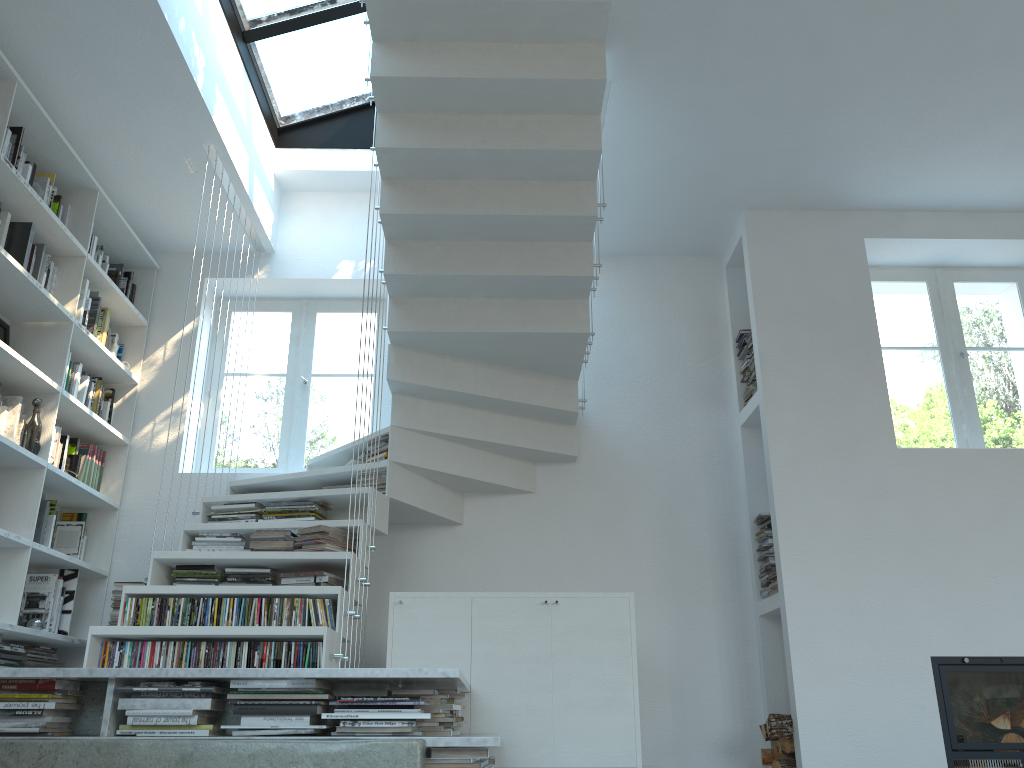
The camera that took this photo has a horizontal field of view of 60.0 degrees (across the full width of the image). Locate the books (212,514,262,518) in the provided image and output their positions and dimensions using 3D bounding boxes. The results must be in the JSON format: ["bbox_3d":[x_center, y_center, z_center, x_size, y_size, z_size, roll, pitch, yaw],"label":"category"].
[{"bbox_3d":[-1.318,0.662,4.330,0.232,0.011,0.172,-4,-21,9],"label":"books"}]

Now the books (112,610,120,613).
[{"bbox_3d":[-1.933,1.173,4.520,0.144,0.015,0.207,1,-21,-4],"label":"books"}]

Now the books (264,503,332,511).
[{"bbox_3d":[-1.030,0.597,4.284,0.298,0.007,0.134,-3,-21,8],"label":"books"}]

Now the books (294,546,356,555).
[{"bbox_3d":[-0.828,0.754,3.957,0.180,0.011,0.222,-12,-24,28],"label":"books"}]

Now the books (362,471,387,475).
[{"bbox_3d":[-0.632,0.484,4.510,0.163,0.008,0.267,-7,-22,18],"label":"books"}]

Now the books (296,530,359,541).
[{"bbox_3d":[-0.818,0.686,3.976,0.161,0.005,0.255,-12,-24,29],"label":"books"}]

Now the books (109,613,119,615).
[{"bbox_3d":[-1.947,1.184,4.516,0.118,0.008,0.235,1,-21,-3],"label":"books"}]

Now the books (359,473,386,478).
[{"bbox_3d":[-0.652,0.498,4.515,0.132,0.016,0.263,-8,-23,20],"label":"books"}]

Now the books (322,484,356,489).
[{"bbox_3d":[-0.854,0.558,4.609,0.199,0.016,0.183,-7,-22,19],"label":"books"}]

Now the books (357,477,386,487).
[{"bbox_3d":[-0.631,0.523,4.490,0.200,0.023,0.263,-10,-23,24],"label":"books"}]

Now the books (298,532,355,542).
[{"bbox_3d":[-0.831,0.699,3.980,0.179,0.016,0.184,-11,-23,26],"label":"books"}]

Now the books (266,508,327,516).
[{"bbox_3d":[-1.032,0.622,4.265,0.257,0.011,0.145,-2,-21,6],"label":"books"}]

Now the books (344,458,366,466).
[{"bbox_3d":[-0.781,0.449,4.719,0.226,0.012,0.285,11,-24,-26],"label":"books"}]

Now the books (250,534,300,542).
[{"bbox_3d":[-1.069,0.713,4.044,0.156,0.012,0.219,-6,-22,14],"label":"books"}]

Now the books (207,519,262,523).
[{"bbox_3d":[-1.316,0.684,4.331,0.292,0.005,0.153,-4,-21,10],"label":"books"}]

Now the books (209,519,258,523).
[{"bbox_3d":[-1.318,0.692,4.320,0.264,0.018,0.166,-7,-22,17],"label":"books"}]

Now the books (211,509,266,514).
[{"bbox_3d":[-1.312,0.645,4.360,0.298,0.017,0.136,-6,-22,14],"label":"books"}]

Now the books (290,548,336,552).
[{"bbox_3d":[-0.839,0.765,3.961,0.189,0.007,0.255,-10,-23,25],"label":"books"}]

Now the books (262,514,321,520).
[{"bbox_3d":[-1.035,0.654,4.229,0.244,0.014,0.191,-4,-22,11],"label":"books"}]

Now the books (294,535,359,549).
[{"bbox_3d":[-0.816,0.713,3.965,0.146,0.007,0.296,-11,-24,27],"label":"books"}]

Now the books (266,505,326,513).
[{"bbox_3d":[-1.033,0.609,4.259,0.240,0.009,0.174,-3,-21,8],"label":"books"}]

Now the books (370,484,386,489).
[{"bbox_3d":[-0.634,0.551,4.486,0.173,0.018,0.239,-10,-23,24],"label":"books"}]

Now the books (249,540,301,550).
[{"bbox_3d":[-1.057,0.746,4.031,0.222,0.035,0.179,-1,-21,3],"label":"books"}]

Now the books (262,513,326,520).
[{"bbox_3d":[-1.034,0.646,4.241,0.261,0.009,0.187,-3,-21,8],"label":"books"}]

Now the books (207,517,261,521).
[{"bbox_3d":[-1.318,0.676,4.326,0.262,0.006,0.185,-5,-22,13],"label":"books"}]

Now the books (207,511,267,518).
[{"bbox_3d":[-1.317,0.654,4.335,0.290,0.008,0.162,-7,-22,17],"label":"books"}]

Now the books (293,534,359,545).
[{"bbox_3d":[-0.816,0.706,3.967,0.146,0.007,0.296,-13,-25,31],"label":"books"}]

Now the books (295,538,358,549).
[{"bbox_3d":[-0.830,0.725,3.969,0.171,0.011,0.232,-14,-25,33],"label":"books"}]

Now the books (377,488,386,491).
[{"bbox_3d":[-0.633,0.566,4.480,0.180,0.015,0.224,-9,-23,21],"label":"books"}]

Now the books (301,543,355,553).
[{"bbox_3d":[-0.816,0.740,3.955,0.138,0.014,0.215,-10,-23,25],"label":"books"}]

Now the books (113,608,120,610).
[{"bbox_3d":[-1.945,1.159,4.525,0.119,0.015,0.159,-1,-21,3],"label":"books"}]

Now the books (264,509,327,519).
[{"bbox_3d":[-1.034,0.626,4.249,0.254,0.007,0.177,-3,-21,7],"label":"books"}]

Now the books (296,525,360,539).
[{"bbox_3d":[-0.825,0.674,3.985,0.157,0.025,0.234,-15,-26,34],"label":"books"}]

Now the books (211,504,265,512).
[{"bbox_3d":[-1.319,0.620,4.342,0.230,0.015,0.190,-5,-22,12],"label":"books"}]

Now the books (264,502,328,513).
[{"bbox_3d":[-1.035,0.596,4.255,0.243,0.013,0.192,-4,-21,9],"label":"books"}]

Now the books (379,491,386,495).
[{"bbox_3d":[-0.634,0.577,4.477,0.168,0.008,0.241,-10,-23,25],"label":"books"}]

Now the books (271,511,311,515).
[{"bbox_3d":[-1.032,0.640,4.255,0.196,0.014,0.155,-4,-22,11],"label":"books"}]

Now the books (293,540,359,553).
[{"bbox_3d":[-0.817,0.730,3.959,0.146,0.006,0.296,-13,-25,31],"label":"books"}]

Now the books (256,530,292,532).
[{"bbox_3d":[-1.076,0.687,4.054,0.155,0.009,0.155,0,-21,-1],"label":"books"}]

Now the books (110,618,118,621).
[{"bbox_3d":[-1.933,1.210,4.506,0.133,0.012,0.252,2,-21,-6],"label":"books"}]

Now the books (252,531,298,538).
[{"bbox_3d":[-1.071,0.699,4.049,0.190,0.017,0.167,-1,-21,2],"label":"books"}]

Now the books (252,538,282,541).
[{"bbox_3d":[-1.089,0.724,4.041,0.129,0.012,0.160,-5,-22,13],"label":"books"}]

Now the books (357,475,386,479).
[{"bbox_3d":[-0.641,0.507,4.506,0.159,0.007,0.286,-10,-23,23],"label":"books"}]

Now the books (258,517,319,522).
[{"bbox_3d":[-1.035,0.667,4.225,0.287,0.013,0.182,-5,-22,12],"label":"books"}]

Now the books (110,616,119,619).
[{"bbox_3d":[-1.939,1.199,4.510,0.133,0.012,0.191,-1,-21,2],"label":"books"}]

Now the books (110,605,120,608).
[{"bbox_3d":[-1.931,1.148,4.530,0.150,0.008,0.215,0,-21,1],"label":"books"}]

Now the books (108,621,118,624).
[{"bbox_3d":[-1.927,1.222,4.502,0.152,0.013,0.219,-1,-21,2],"label":"books"}]

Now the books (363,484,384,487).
[{"bbox_3d":[-0.643,0.541,4.494,0.144,0.008,0.208,-7,-22,18],"label":"books"}]

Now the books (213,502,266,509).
[{"bbox_3d":[-1.316,0.610,4.356,0.236,0.014,0.166,-6,-22,15],"label":"books"}]

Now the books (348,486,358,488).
[{"bbox_3d":[-0.854,0.568,4.607,0.299,0.006,0.193,-9,-23,22],"label":"books"}]

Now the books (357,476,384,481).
[{"bbox_3d":[-0.639,0.512,4.503,0.149,0.006,0.291,-11,-24,26],"label":"books"}]

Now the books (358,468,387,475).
[{"bbox_3d":[-0.644,0.478,4.518,0.159,0.007,0.301,-9,-23,22],"label":"books"}]

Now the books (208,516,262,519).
[{"bbox_3d":[-1.318,0.670,4.326,0.268,0.006,0.171,-4,-21,9],"label":"books"}]

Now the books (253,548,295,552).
[{"bbox_3d":[-1.061,0.765,4.024,0.181,0.005,0.189,0,-21,-1],"label":"books"}]

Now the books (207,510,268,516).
[{"bbox_3d":[-1.318,0.648,4.337,0.292,0.005,0.168,-6,-22,16],"label":"books"}]

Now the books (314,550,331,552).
[{"bbox_3d":[-0.830,0.772,3.952,0.189,0.013,0.215,-12,-24,29],"label":"books"}]
